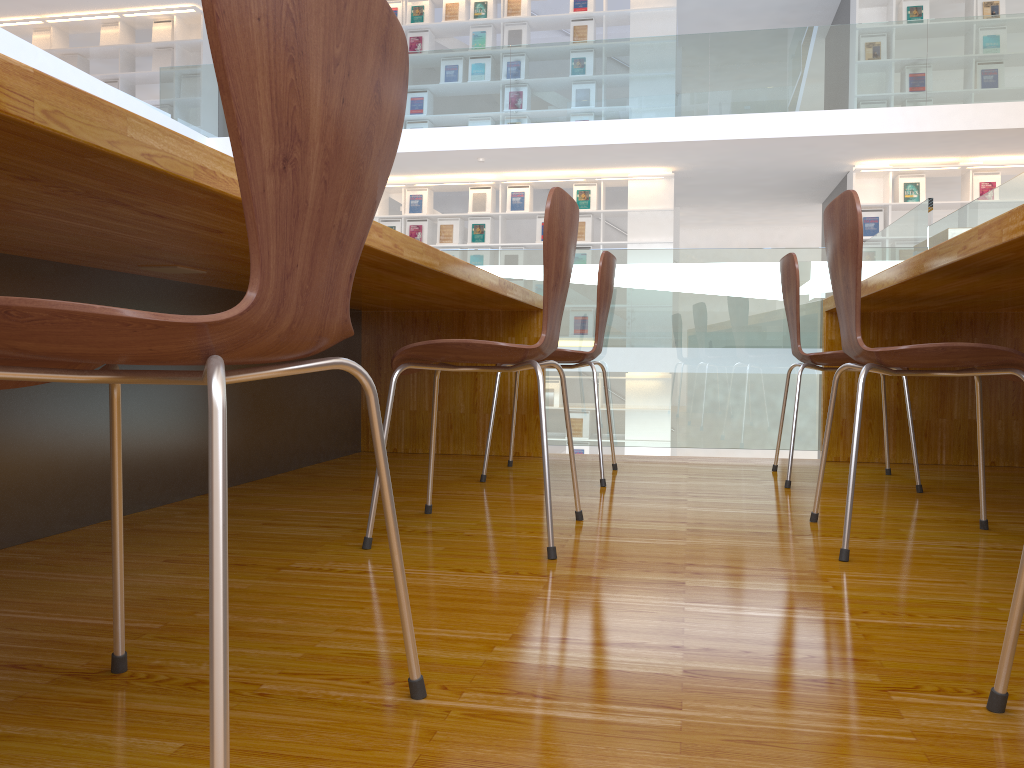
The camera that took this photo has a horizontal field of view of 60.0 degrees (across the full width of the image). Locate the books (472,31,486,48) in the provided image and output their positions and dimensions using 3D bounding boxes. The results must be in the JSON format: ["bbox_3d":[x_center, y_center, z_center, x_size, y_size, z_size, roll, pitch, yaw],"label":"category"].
[{"bbox_3d":[-0.353,-3.662,9.468,0.145,0.210,0.037,1,2,11],"label":"books"}]

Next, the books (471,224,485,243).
[{"bbox_3d":[-0.361,-1.614,9.519,0.145,0.210,0.037,1,2,11],"label":"books"}]

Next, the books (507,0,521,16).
[{"bbox_3d":[0.023,-3.977,9.388,0.145,0.210,0.037,1,2,11],"label":"books"}]

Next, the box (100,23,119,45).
[{"bbox_3d":[-4.709,-4.088,10.506,0.245,0.296,0.274,1,2,11],"label":"box"}]

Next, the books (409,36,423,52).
[{"bbox_3d":[-1.043,-3.660,9.610,0.145,0.210,0.037,1,2,11],"label":"books"}]

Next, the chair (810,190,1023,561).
[{"bbox_3d":[0.832,-0.022,1.793,0.381,0.693,0.428,1,2,11],"label":"chair"}]

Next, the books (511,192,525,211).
[{"bbox_3d":[0.061,-1.940,9.426,0.145,0.210,0.037,1,2,11],"label":"books"}]

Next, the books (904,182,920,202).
[{"bbox_3d":[3.929,-1.875,8.716,0.145,0.210,0.037,1,2,11],"label":"books"}]

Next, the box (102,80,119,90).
[{"bbox_3d":[-4.736,-3.431,10.530,0.245,0.296,0.274,1,2,11],"label":"box"}]

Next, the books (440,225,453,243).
[{"bbox_3d":[-0.709,-1.619,9.592,0.145,0.210,0.037,1,2,11],"label":"books"}]

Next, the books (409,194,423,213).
[{"bbox_3d":[-1.045,-1.955,9.649,0.145,0.210,0.037,1,2,11],"label":"books"}]

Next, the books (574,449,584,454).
[{"bbox_3d":[0.686,0.796,9.366,0.145,0.210,0.037,1,2,11],"label":"books"}]

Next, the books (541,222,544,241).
[{"bbox_3d":[0.385,-1.606,9.372,0.145,0.210,0.037,1,2,11],"label":"books"}]

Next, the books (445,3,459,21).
[{"bbox_3d":[-0.644,-3.987,9.522,0.145,0.210,0.037,1,2,11],"label":"books"}]

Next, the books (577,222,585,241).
[{"bbox_3d":[0.695,-1.599,9.310,0.145,0.210,0.037,1,2,11],"label":"books"}]

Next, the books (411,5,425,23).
[{"bbox_3d":[-1.022,-3.988,9.595,0.145,0.210,0.037,1,2,11],"label":"books"}]

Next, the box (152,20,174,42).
[{"bbox_3d":[-4.044,-4.077,10.375,0.245,0.296,0.274,1,2,11],"label":"box"}]

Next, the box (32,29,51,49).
[{"bbox_3d":[-5.612,-4.100,10.691,0.245,0.296,0.274,1,2,11],"label":"box"}]

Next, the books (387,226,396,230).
[{"bbox_3d":[-1.348,-1.625,9.722,0.145,0.210,0.037,1,2,11],"label":"books"}]

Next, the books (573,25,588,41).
[{"bbox_3d":[0.713,-3.638,9.257,0.145,0.210,0.037,1,2,11],"label":"books"}]

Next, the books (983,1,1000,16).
[{"bbox_3d":[4.612,-3.579,8.534,0.145,0.210,0.037,1,2,11],"label":"books"}]

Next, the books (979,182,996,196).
[{"bbox_3d":[4.604,-1.850,8.580,0.145,0.210,0.037,1,2,11],"label":"books"}]

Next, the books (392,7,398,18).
[{"bbox_3d":[-1.317,-3.994,9.658,0.145,0.210,0.037,1,2,11],"label":"books"}]

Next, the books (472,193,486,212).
[{"bbox_3d":[-0.351,-1.944,9.509,0.145,0.210,0.037,1,2,11],"label":"books"}]

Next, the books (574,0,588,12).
[{"bbox_3d":[0.716,-3.953,9.249,0.145,0.210,0.037,1,2,11],"label":"books"}]

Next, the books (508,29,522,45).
[{"bbox_3d":[0.031,-3.646,9.391,0.145,0.210,0.037,1,2,11],"label":"books"}]

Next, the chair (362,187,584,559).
[{"bbox_3d":[-0.058,-0.031,1.860,0.381,0.693,0.428,1,2,11],"label":"chair"}]

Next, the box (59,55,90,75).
[{"bbox_3d":[-5.261,-3.766,10.628,0.245,0.296,0.274,1,2,11],"label":"box"}]

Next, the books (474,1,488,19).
[{"bbox_3d":[-0.334,-3.975,9.460,0.145,0.210,0.037,1,2,11],"label":"books"}]

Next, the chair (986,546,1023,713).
[{"bbox_3d":[0.649,0.006,0.689,0.381,0.693,0.428,1,2,11],"label":"chair"}]

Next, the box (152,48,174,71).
[{"bbox_3d":[-4.048,-3.750,10.384,0.245,0.296,0.274,1,2,11],"label":"box"}]

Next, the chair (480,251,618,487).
[{"bbox_3d":[0.134,-0.054,2.811,0.381,0.693,0.428,1,2,11],"label":"chair"}]

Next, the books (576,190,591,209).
[{"bbox_3d":[0.747,-1.928,9.288,0.145,0.210,0.037,1,2,11],"label":"books"}]

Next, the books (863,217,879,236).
[{"bbox_3d":[3.561,-1.551,8.795,0.145,0.210,0.037,1,2,11],"label":"books"}]

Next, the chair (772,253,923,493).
[{"bbox_3d":[1.024,-0.044,2.745,0.381,0.693,0.428,1,2,11],"label":"chair"}]

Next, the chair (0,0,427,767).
[{"bbox_3d":[-0.314,-0.006,0.783,0.381,0.693,0.428,1,2,11],"label":"chair"}]

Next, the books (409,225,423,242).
[{"bbox_3d":[-1.049,-1.625,9.661,0.145,0.210,0.037,1,2,11],"label":"books"}]

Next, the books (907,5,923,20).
[{"bbox_3d":[3.940,-3.591,8.669,0.145,0.210,0.037,1,2,11],"label":"books"}]

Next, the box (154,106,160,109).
[{"bbox_3d":[-4.092,-3.093,10.409,0.245,0.296,0.274,1,2,11],"label":"box"}]
